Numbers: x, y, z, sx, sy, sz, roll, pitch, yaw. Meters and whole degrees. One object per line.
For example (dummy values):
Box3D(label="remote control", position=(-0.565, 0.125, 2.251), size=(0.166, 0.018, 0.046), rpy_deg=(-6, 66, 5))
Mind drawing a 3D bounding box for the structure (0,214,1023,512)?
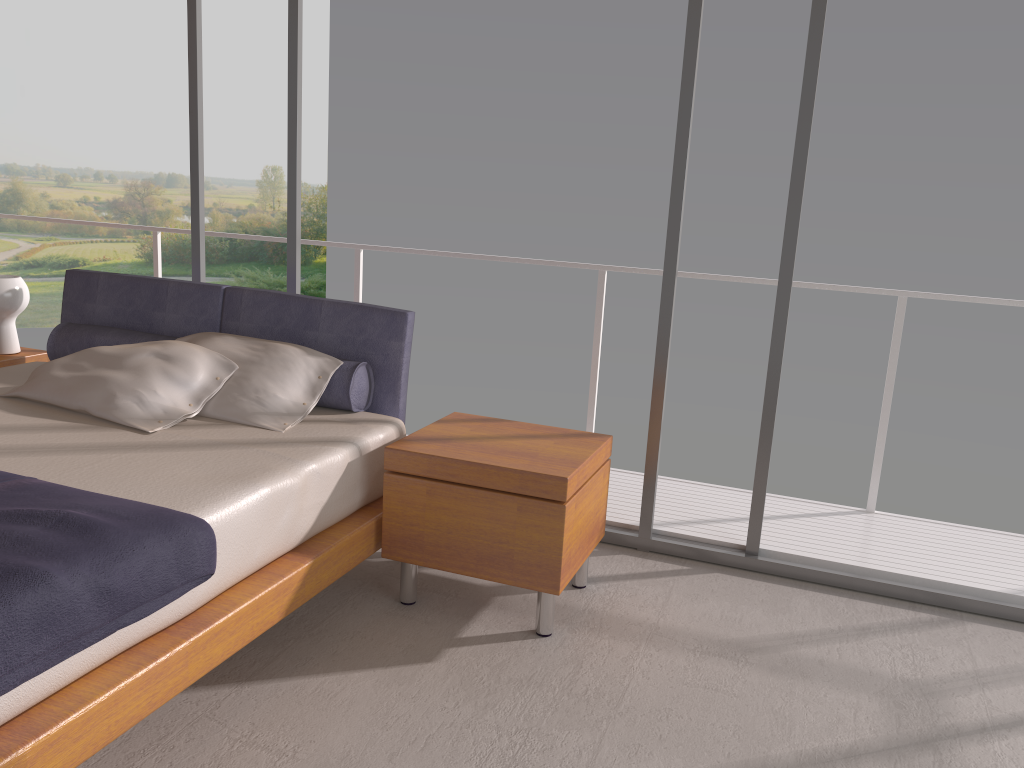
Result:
Box3D(label="structure", position=(-0.297, -0.099, 4.258), size=(7.689, 1.005, 0.728), rpy_deg=(8, 13, 19))

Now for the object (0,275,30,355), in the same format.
Box3D(label="object", position=(-2.268, -0.308, 3.946), size=(0.224, 0.338, 0.224), rpy_deg=(11, 14, 30))

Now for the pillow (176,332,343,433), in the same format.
Box3D(label="pillow", position=(-1.043, -0.018, 3.268), size=(0.791, 0.265, 0.400), rpy_deg=(8, 13, 22))

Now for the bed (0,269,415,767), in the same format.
Box3D(label="bed", position=(-1.611, 0.276, 2.636), size=(2.017, 0.959, 2.462), rpy_deg=(8, 13, 19))

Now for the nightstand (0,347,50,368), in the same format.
Box3D(label="nightstand", position=(-2.513, 0.132, 3.973), size=(0.628, 0.556, 0.562), rpy_deg=(8, 13, 19))

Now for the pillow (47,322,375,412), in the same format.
Box3D(label="pillow", position=(-1.229, -0.079, 3.545), size=(1.470, 0.201, 0.205), rpy_deg=(8, 13, 19))

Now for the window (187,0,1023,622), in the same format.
Box3D(label="window", position=(-0.198, -0.964, 3.618), size=(6.106, 3.133, 0.075), rpy_deg=(8, 13, 19))

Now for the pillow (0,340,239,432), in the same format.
Box3D(label="pillow", position=(-1.442, -0.021, 3.218), size=(0.869, 0.264, 0.431), rpy_deg=(10, 14, 27))

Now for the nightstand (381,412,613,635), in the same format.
Box3D(label="nightstand", position=(-0.042, 0.466, 3.104), size=(0.628, 0.556, 0.562), rpy_deg=(8, 13, 19))
